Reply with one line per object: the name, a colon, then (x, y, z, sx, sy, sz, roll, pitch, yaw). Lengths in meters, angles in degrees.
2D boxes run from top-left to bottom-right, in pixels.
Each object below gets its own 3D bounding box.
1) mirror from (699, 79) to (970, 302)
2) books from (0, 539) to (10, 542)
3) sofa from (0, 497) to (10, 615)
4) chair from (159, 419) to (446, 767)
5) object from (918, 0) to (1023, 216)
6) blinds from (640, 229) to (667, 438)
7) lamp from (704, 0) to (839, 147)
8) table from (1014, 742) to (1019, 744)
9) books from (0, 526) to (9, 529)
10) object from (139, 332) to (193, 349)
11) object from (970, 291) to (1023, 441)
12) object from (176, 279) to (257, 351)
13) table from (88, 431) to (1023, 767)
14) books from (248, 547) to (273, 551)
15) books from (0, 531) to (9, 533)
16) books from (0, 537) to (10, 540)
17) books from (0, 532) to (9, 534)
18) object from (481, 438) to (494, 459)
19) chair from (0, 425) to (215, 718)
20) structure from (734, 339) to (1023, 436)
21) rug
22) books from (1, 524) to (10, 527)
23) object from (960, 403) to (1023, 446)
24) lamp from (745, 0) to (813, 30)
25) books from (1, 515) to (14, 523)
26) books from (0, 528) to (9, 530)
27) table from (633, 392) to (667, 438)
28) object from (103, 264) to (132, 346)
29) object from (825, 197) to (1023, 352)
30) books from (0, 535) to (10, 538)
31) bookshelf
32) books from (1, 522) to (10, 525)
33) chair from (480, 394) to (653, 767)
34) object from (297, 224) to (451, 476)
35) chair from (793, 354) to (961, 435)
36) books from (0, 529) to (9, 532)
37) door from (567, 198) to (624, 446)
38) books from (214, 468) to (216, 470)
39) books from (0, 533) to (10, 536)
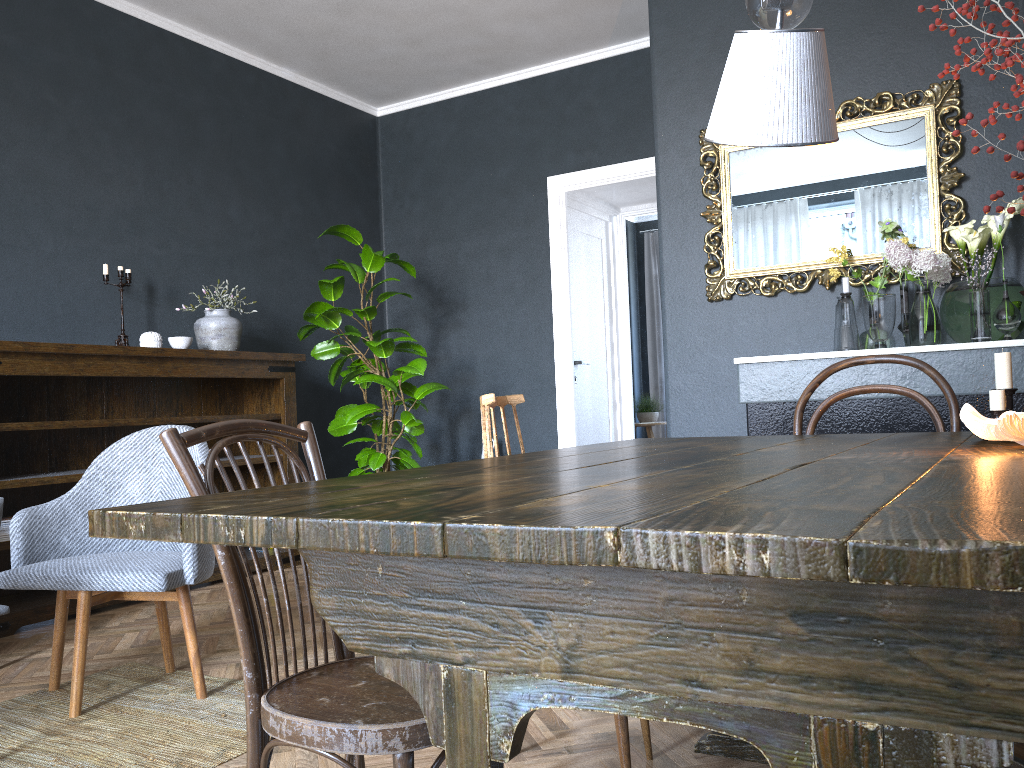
mirror: (1.302, -0.778, 3.696, 1.057, 0.784, 0.067, -3, -1, 30)
books: (-2.075, 0.632, 3.675, 0.218, 0.008, 0.304, -3, -2, 30)
sofa: (-2.667, 0.595, 2.274, 0.970, 0.798, 2.340, -3, -2, 30)
chair: (-0.252, 0.458, 1.394, 0.467, 0.820, 0.363, -3, -1, 30)
object: (0.672, -0.374, 0.977, 0.638, 0.930, 0.557, -2, -1, 1)
blinds: (3.285, -0.464, 9.245, 3.994, 2.788, 0.312, -3, -1, 30)
lamp: (0.280, 0.160, 0.448, 0.242, 1.069, 0.800, -2, -1, -15)
table: (1.381, 0.662, 2.109, 0.364, 0.317, 0.369, -3, -1, 30)
books: (-2.074, 0.581, 3.682, 0.218, 0.008, 0.304, -3, -2, 34)
object: (-1.714, -0.211, 4.398, 0.255, 0.104, 0.118, -2, -1, -4)
object: (0.992, -0.110, 1.683, 0.223, 0.419, 0.368, -3, -1, 31)
object: (-1.567, -0.362, 4.699, 0.385, 0.412, 0.275, -3, -1, 8)
table: (0.430, 0.476, 1.388, 1.126, 0.727, 1.604, -3, -2, 30)
books: (-1.405, 0.832, 4.958, 0.179, 0.193, 0.122, -3, -1, 34)
books: (-2.081, 0.599, 3.679, 0.218, 0.008, 0.288, -4, -2, 36)
books: (-2.076, 0.625, 3.674, 0.218, 0.007, 0.305, -4, -2, 35)
books: (-2.080, 0.604, 3.678, 0.218, 0.008, 0.288, -4, -2, 36)
object: (-0.248, 0.462, 5.660, 0.228, 0.268, 0.228, -2, -1, -26)
chair: (-1.191, 0.538, 2.729, 0.645, 0.811, 0.495, -3, -1, 9)
structure: (1.380, 0.370, 3.239, 1.066, 0.981, 0.834, -3, -1, 30)
rug: (-1.379, 0.930, 1.922, 1.004, 0.013, 2.011, -3, -2, 30)
books: (-2.076, 0.574, 3.684, 0.218, 0.008, 0.304, -3, -2, 34)
object: (0.784, 0.059, 1.270, 0.252, 0.072, 0.254, -4, -2, 37)
lamp: (-0.061, -1.343, 1.866, 0.583, 1.574, 1.591, -2, -1, -28)
books: (-2.078, 0.558, 3.687, 0.219, 0.013, 0.305, -4, -2, 35)
books: (-2.076, 0.588, 3.681, 0.218, 0.008, 0.288, -3, -2, 34)
table: (1.448, 0.539, 9.403, 0.594, 0.960, 0.730, -3, -1, 44)
object: (-1.927, -0.370, 4.341, 0.130, 0.437, 0.145, -2, -1, -24)
object: (1.526, -0.399, 3.329, 0.727, 0.547, 0.474, -3, -1, 33)
books: (-2.075, 0.617, 3.676, 0.218, 0.008, 0.304, -4, -2, 35)
bookshelf: (-1.809, 0.427, 4.235, 0.451, 1.172, 1.918, -3, -1, 30)
books: (-2.080, 0.567, 3.687, 0.218, 0.008, 0.304, -4, -2, 35)
chair: (0.125, 0.444, 1.930, 0.384, 0.856, 0.456, -3, -1, 15)
object: (-0.813, 0.052, 5.112, 1.118, 1.898, 0.763, -3, -1, 24)
chair: (0.852, 0.381, 2.115, 0.438, 0.920, 0.549, -3, -1, 33)
books: (-2.077, 0.593, 3.686, 0.218, 0.006, 0.304, -4, -2, 35)
door: (0.535, -0.131, 6.065, 0.162, 2.186, 0.856, -3, -1, 30)
books: (-1.658, 0.392, 4.560, 0.174, 0.113, 0.197, -3, -1, 19)
books: (-2.076, 0.609, 3.674, 0.219, 0.013, 0.305, -4, -2, 35)
